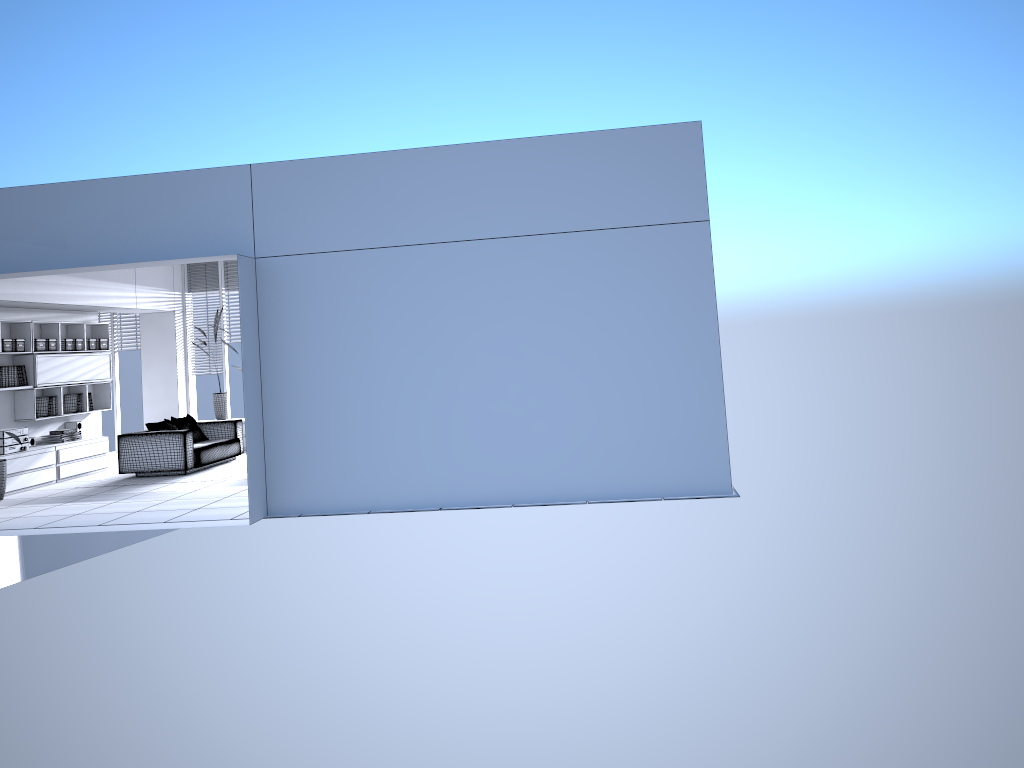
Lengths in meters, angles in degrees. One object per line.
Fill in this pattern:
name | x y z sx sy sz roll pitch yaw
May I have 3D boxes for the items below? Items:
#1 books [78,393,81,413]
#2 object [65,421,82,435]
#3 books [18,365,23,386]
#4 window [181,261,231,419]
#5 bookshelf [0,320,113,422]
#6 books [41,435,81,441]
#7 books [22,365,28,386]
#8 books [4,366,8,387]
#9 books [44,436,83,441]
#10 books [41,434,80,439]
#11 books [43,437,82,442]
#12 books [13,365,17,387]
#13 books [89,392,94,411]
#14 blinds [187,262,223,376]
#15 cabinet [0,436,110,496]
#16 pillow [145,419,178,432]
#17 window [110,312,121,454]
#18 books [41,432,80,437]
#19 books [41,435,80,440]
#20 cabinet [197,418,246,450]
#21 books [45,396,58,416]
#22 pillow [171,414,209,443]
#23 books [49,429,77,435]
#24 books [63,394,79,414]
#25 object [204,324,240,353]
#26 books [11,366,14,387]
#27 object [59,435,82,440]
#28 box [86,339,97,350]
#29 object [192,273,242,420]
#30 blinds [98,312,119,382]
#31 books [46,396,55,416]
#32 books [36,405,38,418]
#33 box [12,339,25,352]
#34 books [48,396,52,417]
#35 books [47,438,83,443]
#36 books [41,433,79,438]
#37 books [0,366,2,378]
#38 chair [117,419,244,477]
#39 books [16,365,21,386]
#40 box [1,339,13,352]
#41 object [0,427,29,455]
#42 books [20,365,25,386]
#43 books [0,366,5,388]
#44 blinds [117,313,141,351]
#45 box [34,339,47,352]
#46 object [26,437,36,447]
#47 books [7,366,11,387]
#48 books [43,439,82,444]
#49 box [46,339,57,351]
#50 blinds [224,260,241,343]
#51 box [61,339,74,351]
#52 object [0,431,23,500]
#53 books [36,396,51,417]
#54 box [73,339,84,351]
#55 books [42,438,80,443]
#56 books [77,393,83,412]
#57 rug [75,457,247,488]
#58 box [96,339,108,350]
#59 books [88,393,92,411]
books | -5.994 0.265 12.026 0.207 0.261 0.074 -4 -3 6
object | -6.002 0.631 12.071 0.176 0.233 0.119 -4 -3 7
books | -6.175 -0.097 10.918 0.207 0.261 0.074 -4 -3 7
window | -2.557 -0.648 13.961 5.496 3.145 0.099 -4 -4 7
bookshelf | -6.104 -0.175 11.342 0.327 1.256 2.815 -4 1 7
books | -5.916 0.708 11.572 0.285 0.008 0.415 -4 2 8
books | -6.152 -0.102 10.993 0.207 0.259 0.072 -4 -3 6
books | -6.210 -0.084 10.669 0.207 0.260 0.050 -4 -4 7
books | -5.907 0.719 11.611 0.285 0.008 0.415 -4 2 8
books | -5.925 0.690 11.563 0.285 0.008 0.415 -4 2 8
books | -5.907 0.727 11.603 0.285 0.008 0.415 -4 2 8
books | -6.190 -0.092 10.823 0.207 0.260 0.050 -4 -4 7
books | -5.966 0.253 12.325 0.207 0.261 0.074 -4 -3 7
blinds | -4.978 -1.094 14.374 0.636 1.893 0.057 -4 -4 7
cabinet | -5.917 1.015 10.967 0.573 0.451 2.268 -4 2 7
pillow | -4.415 0.654 11.287 0.340 0.390 0.566 -4 0 5
window | -6.831 -0.382 14.512 0.688 3.145 0.099 -4 -4 7
books | -5.925 0.661 11.564 0.285 0.008 0.415 -4 2 8
books | -5.915 0.699 11.579 0.285 0.008 0.415 -4 2 8
cabinet | -4.338 0.788 13.746 1.673 0.452 0.596 -4 0 7
books | -6.058 0.290 11.545 0.207 0.260 0.050 -4 -4 7
pillow | -4.344 0.602 11.863 0.300 0.400 0.565 -4 0 5
books | -5.893 0.628 11.572 0.207 0.050 0.258 -3 2 12
books | -5.998 0.267 11.995 0.207 0.261 0.074 -4 -3 7
object | -4.117 -0.383 13.626 1.550 1.875 0.688 -4 -3 2
books | -6.199 -0.089 10.772 0.207 0.260 0.050 -4 -4 7
object | -5.917 0.710 11.594 0.285 0.008 0.415 -4 2 8
box | -5.996 -0.545 12.344 0.280 0.163 0.178 -4 0 7
object | -4.634 -0.929 14.051 1.420 3.004 0.494 -6 -4 36
blinds | -6.859 -0.980 14.637 0.636 1.913 0.038 -4 -4 7
books | -6.065 0.293 11.493 0.207 0.260 0.050 -4 -4 7
books | -6.114 0.313 11.159 0.207 0.261 0.074 -4 -3 8
box | -6.182 -0.468 10.867 0.280 0.163 0.178 -4 0 7
books | -6.070 0.296 11.427 0.207 0.261 0.074 -4 -3 6
books | -5.908 0.748 11.609 0.285 0.008 0.415 -4 2 8
books | -5.915 0.670 11.581 0.285 0.008 0.415 -4 2 8
books | -6.222 -0.078 10.550 0.207 0.261 0.074 -4 -3 6
chair | -4.253 0.821 11.541 0.959 0.554 1.647 -4 2 7
books | -6.180 -0.095 10.887 0.207 0.261 0.074 -4 -3 8
box | -6.211 -0.457 10.642 0.280 0.163 0.174 -4 0 7
object | -5.991 0.675 10.405 0.347 0.270 0.430 -4 1 7
books | -6.167 -0.097 10.950 0.207 0.259 0.072 -4 -3 7
books | -6.217 -0.081 10.617 0.207 0.260 0.050 -4 -4 7
blinds | -6.239 -1.247 14.574 0.636 1.384 0.038 -4 -4 7
box | -6.134 -0.488 11.252 0.281 0.163 0.211 -4 0 7
object | -6.132 0.741 11.005 0.176 0.119 0.328 -4 2 7
books | -6.198 -0.087 10.720 0.207 0.260 0.050 -4 -4 7
books | -5.908 0.757 11.602 0.285 0.008 0.415 -4 2 8
box | -6.105 -0.500 11.478 0.280 0.163 0.174 -4 0 7
blinds | -4.358 -1.362 14.313 0.636 1.373 0.051 -4 -4 7
box | -6.061 -0.518 11.823 0.280 0.163 0.178 -4 0 7
object | -5.767 0.480 9.728 1.168 1.594 0.250 -5 -4 39
books | -6.073 0.298 11.395 0.207 0.261 0.074 -4 -3 7
box | -6.034 -0.529 12.045 0.280 0.163 0.178 -4 0 7
books | -5.918 0.739 11.593 0.285 0.008 0.415 -4 2 8
books | -5.989 0.262 12.093 0.207 0.260 0.050 -4 -4 7
rug | -4.083 1.100 11.296 1.796 0.001 2.230 -4 2 7
box | -5.962 -0.558 12.611 0.280 0.163 0.216 -4 0 7
books | -5.970 0.254 12.293 0.207 0.261 0.074 -4 -3 8
